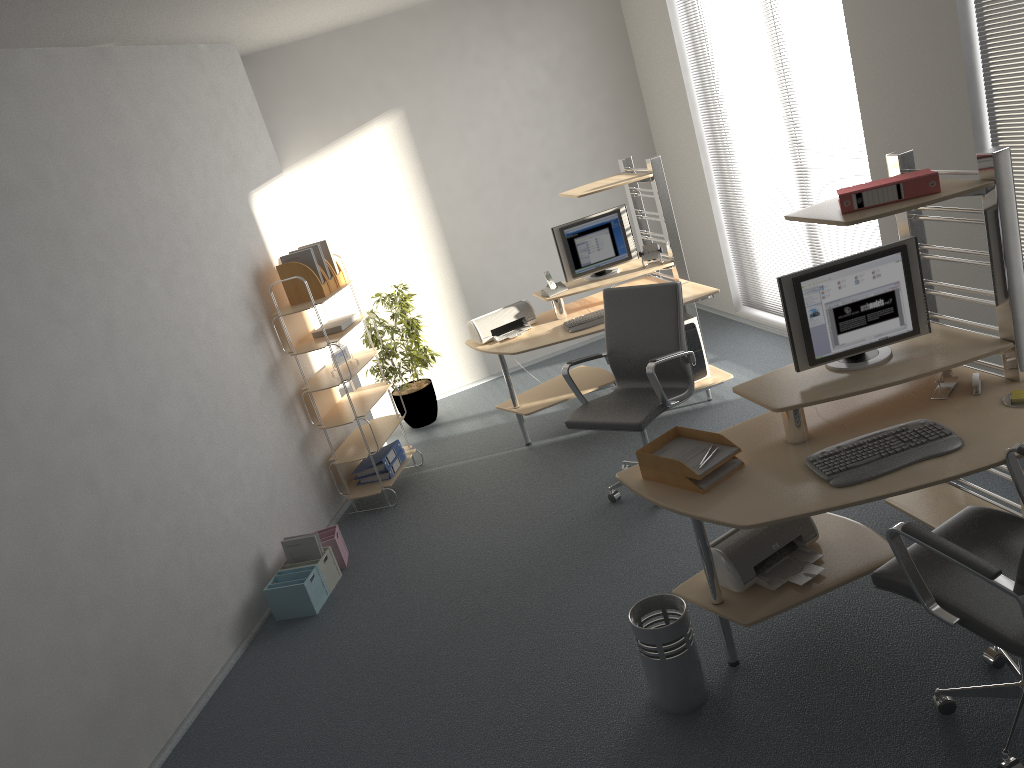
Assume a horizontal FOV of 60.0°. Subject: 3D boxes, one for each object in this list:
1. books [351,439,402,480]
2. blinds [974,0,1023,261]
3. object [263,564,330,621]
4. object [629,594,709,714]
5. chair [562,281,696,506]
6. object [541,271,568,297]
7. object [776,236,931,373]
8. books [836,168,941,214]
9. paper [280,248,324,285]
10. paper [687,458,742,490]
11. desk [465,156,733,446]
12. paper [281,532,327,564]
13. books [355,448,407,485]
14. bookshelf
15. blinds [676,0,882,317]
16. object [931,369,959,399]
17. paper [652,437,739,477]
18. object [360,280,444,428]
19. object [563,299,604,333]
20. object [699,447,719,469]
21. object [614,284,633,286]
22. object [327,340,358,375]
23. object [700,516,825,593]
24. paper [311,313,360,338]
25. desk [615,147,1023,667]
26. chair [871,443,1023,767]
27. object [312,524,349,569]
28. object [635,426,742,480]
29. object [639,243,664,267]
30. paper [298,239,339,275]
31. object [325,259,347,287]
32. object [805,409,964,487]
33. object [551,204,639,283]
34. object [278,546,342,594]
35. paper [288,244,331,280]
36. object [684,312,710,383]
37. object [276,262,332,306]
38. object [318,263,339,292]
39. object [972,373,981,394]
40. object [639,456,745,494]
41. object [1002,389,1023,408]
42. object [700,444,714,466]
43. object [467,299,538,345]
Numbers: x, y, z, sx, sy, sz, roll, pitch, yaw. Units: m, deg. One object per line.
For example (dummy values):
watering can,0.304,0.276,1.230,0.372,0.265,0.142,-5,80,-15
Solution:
books,-0.903,0.501,5.897,0.263,0.100,0.320,-12,18,17
blinds,2.461,-1.019,3.184,0.022,2.770,1.950,-21,18,-10
object,-1.142,1.114,4.722,0.245,0.202,0.185,-12,18,16
object,0.571,0.981,3.221,0.208,0.377,0.208,-6,21,32
chair,0.657,0.069,4.751,0.584,1.048,0.652,0,24,43
object,0.262,-0.676,5.898,0.150,0.151,0.119,-25,19,-23
object,1.281,-0.292,3.344,0.516,0.418,0.245,-14,18,11
books,1.337,-0.706,3.175,0.320,0.072,0.262,-10,19,21
paper,-1.284,-0.669,5.476,0.213,0.297,0.045,-13,18,14
paper,0.663,0.310,3.271,0.210,0.019,0.297,-28,20,-30
desk,0.458,-0.482,5.738,1.469,1.566,0.967,-21,18,-10
paper,-1.125,0.978,4.884,0.220,0.306,0.068,-12,18,16
books,-0.878,0.549,5.911,0.262,0.072,0.320,-12,18,17
bookshelf,-1.061,-0.007,5.742,0.381,1.572,0.724,-12,18,16
blinds,1.732,-1.665,5.811,0.037,2.749,1.950,-21,18,-10
object,1.603,-0.007,3.289,0.054,0.064,0.159,0,25,44
paper,0.648,0.263,3.255,0.210,0.010,0.297,-28,20,-30
object,-0.833,-0.216,6.873,0.544,1.147,0.644,-12,19,18
object,0.532,-0.480,5.867,0.478,0.082,0.814,-18,18,-3
object,0.704,0.265,3.169,0.008,0.009,0.159,-1,24,41
object,0.838,-0.608,5.952,0.168,0.088,0.742,-20,18,-8
object,-1.093,-0.173,5.674,0.077,0.161,0.192,-5,21,34
object,0.982,0.616,3.327,0.438,0.162,0.351,-26,19,-25
paper,-1.134,-0.378,5.715,0.213,0.046,0.297,-12,18,16
desk,1.183,0.163,3.118,1.469,1.566,0.967,-21,18,-10
chair,1.461,0.547,2.556,0.584,1.048,0.652,-25,19,-23
object,-1.093,0.972,5.105,0.245,0.202,0.185,-18,18,-2
object,0.643,0.247,3.251,0.225,0.060,0.309,-28,20,-30
object,0.918,-0.850,5.828,0.154,0.135,0.093,-9,20,25
paper,-1.232,-0.761,5.701,0.213,0.297,0.045,-11,19,19
object,-1.230,-0.735,5.688,0.243,0.259,0.113,-11,19,19
object,1.218,0.173,3.255,0.478,0.082,0.814,-18,18,-3
object,0.559,-0.931,5.943,0.516,0.418,0.245,-16,18,4
object,-1.108,1.048,4.892,0.245,0.202,0.185,-12,18,16
paper,-1.262,-0.714,5.589,0.213,0.297,0.045,-12,18,17
object,1.086,-0.252,5.886,0.199,0.422,0.471,-21,18,-10
object,-1.281,-0.645,5.463,0.243,0.259,0.113,-13,18,14
object,-1.259,-0.689,5.576,0.243,0.259,0.113,-12,18,17
object,1.694,-0.005,3.235,0.022,0.042,0.134,-7,20,30
object,0.659,0.298,3.268,0.225,0.060,0.309,-28,20,-30
object,1.764,0.041,3.056,0.132,0.026,0.132,-20,18,-10
object,0.702,0.256,3.197,0.008,0.009,0.159,-5,21,33
object,-0.037,-0.407,5.876,0.438,0.162,0.351,-23,18,-18
